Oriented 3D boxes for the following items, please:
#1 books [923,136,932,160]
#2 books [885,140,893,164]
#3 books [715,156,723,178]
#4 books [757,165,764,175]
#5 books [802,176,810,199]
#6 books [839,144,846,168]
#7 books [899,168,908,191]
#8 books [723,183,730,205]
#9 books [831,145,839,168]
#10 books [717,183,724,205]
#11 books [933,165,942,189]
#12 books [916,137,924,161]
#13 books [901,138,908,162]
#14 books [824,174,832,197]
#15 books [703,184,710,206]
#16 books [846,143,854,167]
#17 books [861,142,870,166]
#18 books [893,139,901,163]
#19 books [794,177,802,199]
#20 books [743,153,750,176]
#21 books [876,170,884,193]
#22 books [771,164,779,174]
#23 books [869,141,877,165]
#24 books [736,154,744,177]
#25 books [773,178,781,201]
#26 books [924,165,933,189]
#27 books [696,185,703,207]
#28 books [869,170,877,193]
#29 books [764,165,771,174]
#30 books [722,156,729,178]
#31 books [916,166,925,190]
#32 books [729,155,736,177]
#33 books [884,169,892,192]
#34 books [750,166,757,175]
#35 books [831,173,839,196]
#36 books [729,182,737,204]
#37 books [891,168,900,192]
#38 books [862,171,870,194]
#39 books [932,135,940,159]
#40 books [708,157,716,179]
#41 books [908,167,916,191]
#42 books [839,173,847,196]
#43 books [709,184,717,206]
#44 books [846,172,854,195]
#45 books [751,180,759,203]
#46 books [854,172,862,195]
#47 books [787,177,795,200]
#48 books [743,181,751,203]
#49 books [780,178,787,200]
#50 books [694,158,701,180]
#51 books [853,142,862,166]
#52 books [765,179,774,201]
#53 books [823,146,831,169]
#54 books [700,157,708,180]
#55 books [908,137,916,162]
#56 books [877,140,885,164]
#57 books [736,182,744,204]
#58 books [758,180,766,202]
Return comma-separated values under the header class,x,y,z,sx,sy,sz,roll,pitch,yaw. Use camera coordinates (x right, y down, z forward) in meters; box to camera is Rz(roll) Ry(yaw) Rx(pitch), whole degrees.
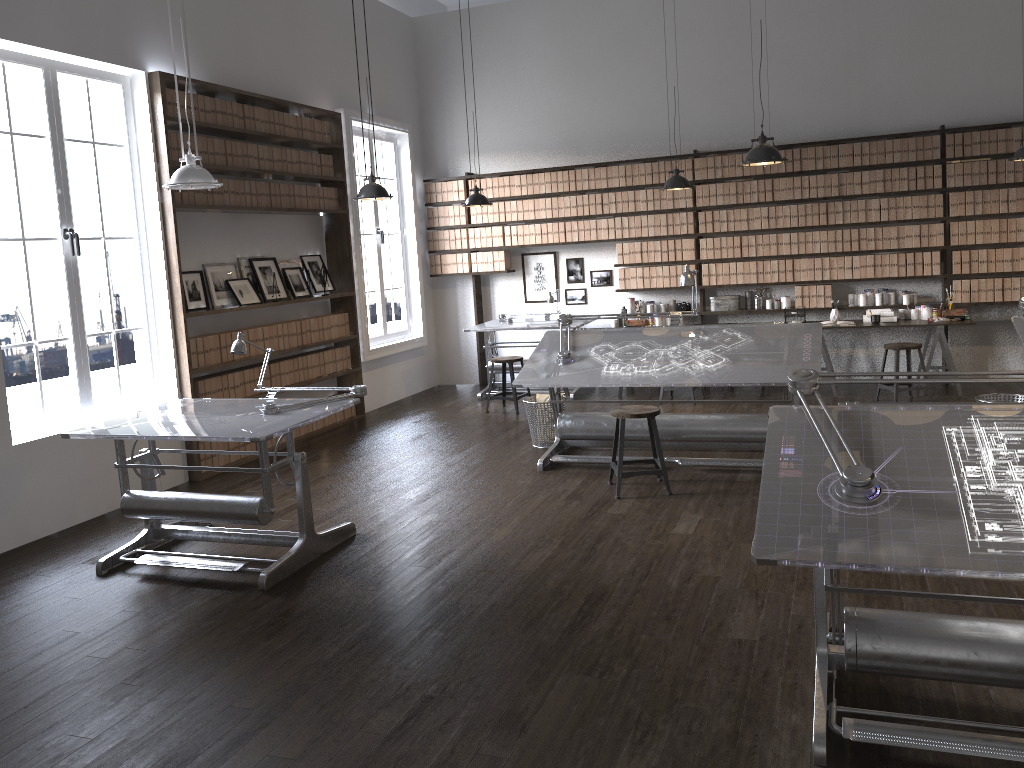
class,x,y,z,sx,sy,sz,roll,pitch,yaw
books,3.972,-2.249,8.471,0.066,0.224,0.175,-1,7,21
books,3.652,-2.245,8.586,0.067,0.224,0.175,-1,7,21
books,2.145,-2.234,9.154,0.066,0.224,0.175,-1,7,21
books,2.529,-2.237,9.006,0.067,0.224,0.175,-1,7,21
books,2.948,-1.966,8.886,0.066,0.224,0.175,-1,7,21
books,3.262,-2.243,8.735,0.066,0.224,0.175,-1,7,21
books,3.788,-1.973,8.569,0.066,0.224,0.175,-1,7,21
books,2.229,-1.961,9.158,0.066,0.224,0.175,-1,7,21
books,3.193,-2.243,8.763,0.066,0.224,0.175,-1,7,21
books,2.169,-1.961,9.179,0.066,0.224,0.175,-1,7,21
books,4.066,-1.975,8.467,0.066,0.224,0.175,-1,7,21
books,3.906,-2.248,8.495,0.066,0.224,0.175,-1,7,21
books,3.780,-2.247,8.542,0.066,0.224,0.175,-1,7,21
books,3.145,-1.968,8.814,0.066,0.224,0.175,-1,7,21
books,2.036,-1.960,9.231,0.066,0.224,0.175,-1,7,21
books,3.320,-2.243,8.709,0.067,0.224,0.175,-1,7,21
books,3.456,-2.244,8.661,0.066,0.224,0.175,-1,7,21
books,3.721,-2.246,8.562,0.066,0.224,0.175,-1,7,21
books,2.879,-1.965,8.908,0.066,0.224,0.175,-1,7,21
books,2.409,-2.236,9.055,0.066,0.224,0.175,-1,7,21
books,3.592,-1.971,8.641,0.067,0.224,0.175,-1,7,21
books,2.661,-2.239,8.963,0.066,0.224,0.175,-1,7,21
books,3.523,-2.245,8.640,0.066,0.224,0.175,-1,7,21
books,2.340,-2.236,9.079,0.067,0.224,0.175,-1,7,21
books,2.693,-1.965,8.985,0.066,0.224,0.175,-1,7,21
books,3.996,-1.975,8.496,0.066,0.224,0.175,-1,7,21
books,1.972,-1.960,9.257,0.066,0.224,0.175,-1,7,21
books,3.531,-1.971,8.669,0.066,0.224,0.175,-1,7,21
books,2.594,-2.238,8.988,0.066,0.224,0.175,-1,7,21
books,2.211,-2.236,9.133,0.066,0.224,0.175,-1,7,21
books,3.924,-1.973,8.517,0.067,0.224,0.175,-1,7,21
books,2.276,-2.236,9.107,0.066,0.224,0.175,-1,7,21
books,3.657,-1.972,8.623,0.066,0.224,0.175,-1,7,21
books,2.468,-2.237,9.034,0.066,0.224,0.175,-1,7,21
books,3.206,-1.968,8.786,0.067,0.224,0.175,-1,7,21
books,2.289,-1.961,9.130,0.067,0.224,0.175,-1,7,21
books,3.723,-1.973,8.598,0.066,0.224,0.175,-1,7,21
books,3.471,-1.970,8.690,0.066,0.224,0.175,-1,7,21
books,4.037,-2.248,8.442,0.066,0.224,0.175,-1,7,21
books,2.076,-2.233,9.177,0.066,0.224,0.175,-1,7,21
books,3.856,-1.974,8.549,0.066,0.224,0.175,-1,7,21
books,3.274,-1.969,8.768,0.066,0.224,0.175,-1,7,21
books,2.101,-1.960,9.202,0.067,0.224,0.175,-1,7,21
books,3.338,-1.970,8.742,0.066,0.224,0.175,-1,7,21
books,2.486,-1.963,9.058,0.066,0.224,0.175,-1,7,21
books,3.403,-1.970,8.713,0.067,0.224,0.175,-1,7,21
books,2.812,-1.965,8.934,0.067,0.224,0.175,-1,7,21
books,2.421,-1.963,9.087,0.066,0.224,0.175,-1,7,21
books,2.754,-1.965,8.960,0.066,0.224,0.175,-1,7,21
books,1.950,-2.233,9.228,0.066,0.224,0.175,-1,7,21
books,3.387,-2.243,8.684,0.066,0.224,0.175,-1,7,21
books,2.622,-1.964,9.006,0.067,0.224,0.175,-1,7,21
books,3.128,-2.242,8.789,0.066,0.224,0.175,-1,7,21
books,2.008,-2.233,9.202,0.067,0.224,0.175,-1,7,21
books,3.841,-2.247,8.514,0.067,0.224,0.175,-1,7,21
books,3.588,-2.246,8.614,0.066,0.224,0.175,-1,7,21
books,2.355,-1.962,9.112,0.066,0.224,0.175,-1,7,21
books,2.554,-1.964,9.038,0.066,0.224,0.175,-1,7,21
